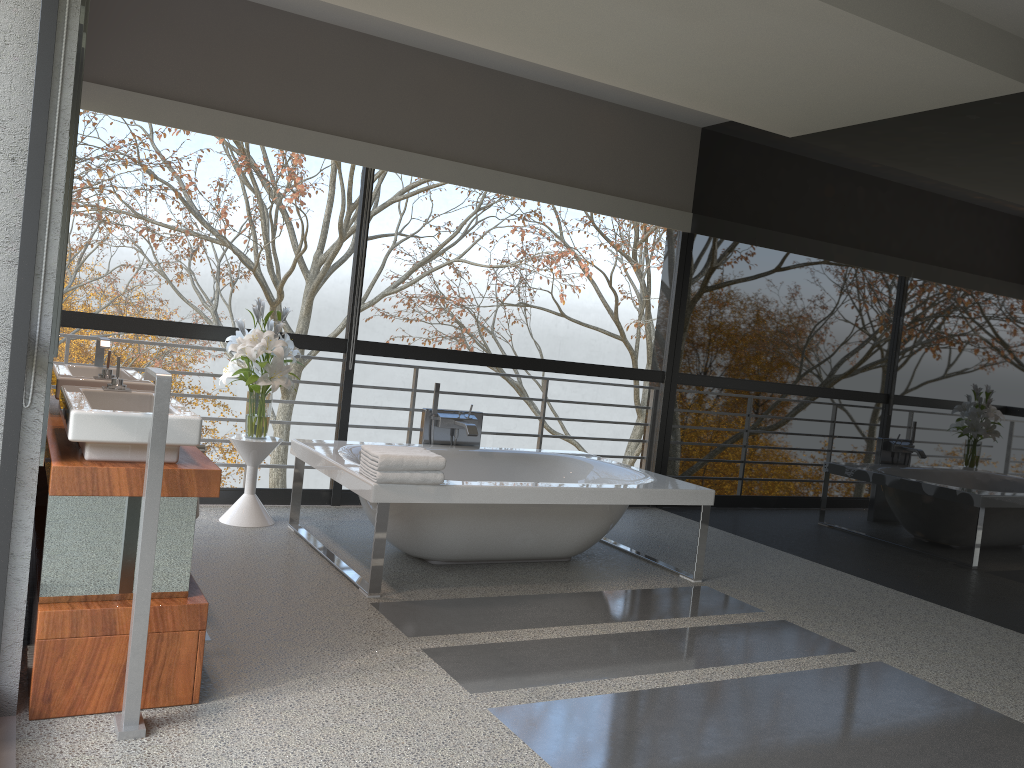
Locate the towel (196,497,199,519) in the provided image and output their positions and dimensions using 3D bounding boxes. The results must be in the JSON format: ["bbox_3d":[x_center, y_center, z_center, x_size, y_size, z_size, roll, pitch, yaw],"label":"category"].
[{"bbox_3d":[-1.288,0.371,3.540,0.079,0.368,0.303,5,3,-29],"label":"towel"}]

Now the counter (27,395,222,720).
[{"bbox_3d":[-1.503,0.503,3.347,0.524,0.704,1.850,5,3,-29],"label":"counter"}]

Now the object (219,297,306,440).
[{"bbox_3d":[-1.420,-0.090,5.004,0.450,0.795,0.460,6,2,-2],"label":"object"}]

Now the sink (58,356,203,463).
[{"bbox_3d":[-1.245,0.066,2.856,0.352,0.266,0.751,5,3,-29],"label":"sink"}]

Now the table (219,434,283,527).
[{"bbox_3d":[-1.482,0.543,5.039,0.308,0.478,0.307,8,3,44],"label":"table"}]

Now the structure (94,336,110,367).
[{"bbox_3d":[-1.967,0.274,4.168,0.069,0.988,0.303,5,2,-29],"label":"structure"}]

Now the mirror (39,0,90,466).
[{"bbox_3d":[-1.726,-0.668,3.137,0.253,1.617,1.791,5,3,-29],"label":"mirror"}]

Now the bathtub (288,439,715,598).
[{"bbox_3d":[-0.097,0.690,4.893,1.957,0.504,1.328,5,3,-29],"label":"bathtub"}]

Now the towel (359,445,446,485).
[{"bbox_3d":[-0.497,0.373,4.027,0.321,0.145,0.305,5,3,-26],"label":"towel"}]

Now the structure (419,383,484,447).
[{"bbox_3d":[-0.331,0.452,5.435,0.402,0.884,0.330,5,2,-29],"label":"structure"}]

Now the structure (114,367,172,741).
[{"bbox_3d":[-1.045,0.453,2.505,0.069,0.988,0.303,5,2,-29],"label":"structure"}]

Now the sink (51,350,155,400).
[{"bbox_3d":[-1.758,-0.033,3.782,0.352,0.266,0.751,5,3,-29],"label":"sink"}]
